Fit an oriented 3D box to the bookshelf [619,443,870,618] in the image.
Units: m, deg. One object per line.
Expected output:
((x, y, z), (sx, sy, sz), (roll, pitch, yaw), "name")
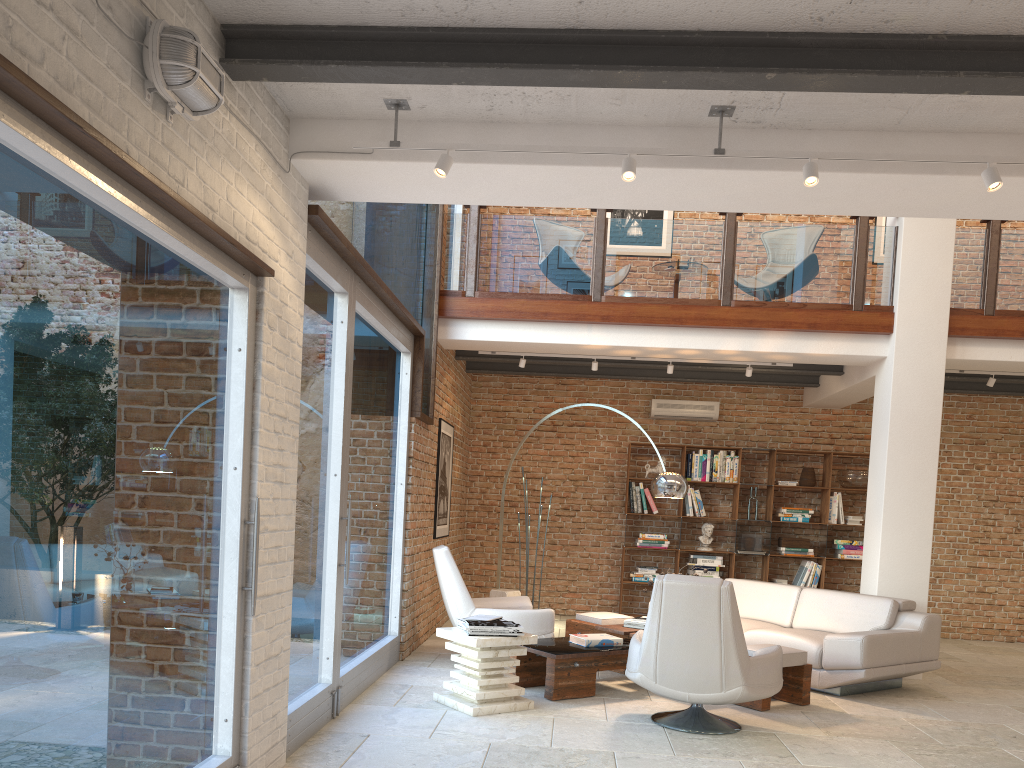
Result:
((2.884, 1.888, 10.566), (3.032, 2.198, 0.364), (3, 2, 4), "bookshelf")

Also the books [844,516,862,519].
((4.100, 1.605, 10.474), (0.132, 0.033, 0.207), (4, -8, -6), "books")

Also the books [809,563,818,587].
((3.609, 2.333, 10.563), (0.098, 0.353, 0.273), (3, -1, 4), "books")

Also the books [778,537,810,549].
((3.407, 1.922, 10.540), (0.335, 0.118, 0.215), (3, -5, 4), "books")

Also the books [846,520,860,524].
((4.097, 1.657, 10.477), (0.132, 0.033, 0.208), (1, -8, 14), "books")

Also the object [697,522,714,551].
((2.363, 1.858, 10.611), (0.195, 0.349, 0.194), (3, 0, 20), "object")

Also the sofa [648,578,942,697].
((2.417, 2.192, 7.780), (1.152, 0.752, 2.331), (6, -7, -35), "sofa")

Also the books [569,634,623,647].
((0.636, 1.942, 6.610), (0.328, 0.056, 0.255), (7, -8, -25), "books")

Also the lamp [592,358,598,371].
((0.825, -0.192, 8.677), (0.061, 0.120, 0.086), (3, -1, 6), "lamp")

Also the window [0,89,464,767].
((-1.309, -1.381, 3.556), (0.647, 6.354, 12.438), (3, -6, 5), "window")

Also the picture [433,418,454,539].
((-0.697, 0.990, 8.963), (0.027, 1.192, 0.916), (3, -1, 5), "picture")

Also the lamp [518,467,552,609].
((0.224, 1.875, 10.106), (0.419, 1.817, 0.198), (2, 3, -26), "lamp")

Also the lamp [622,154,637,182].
((0.489, -0.908, 3.639), (0.061, 0.120, 0.086), (3, -1, 6), "lamp")

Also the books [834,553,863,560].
((4.071, 2.079, 10.509), (0.326, 0.055, 0.257), (2, -7, 7), "books")

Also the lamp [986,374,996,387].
((4.625, -0.027, 8.411), (0.059, 0.128, 0.086), (3, 0, -26), "lamp")

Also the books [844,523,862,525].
((4.104, 1.686, 10.492), (0.170, 0.019, 0.239), (1, -8, 12), "books")

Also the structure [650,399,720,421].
((2.112, 0.321, 10.687), (0.812, 0.219, 0.201), (2, -2, 4), "structure")

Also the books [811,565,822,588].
((3.652, 2.341, 10.546), (0.116, 0.333, 0.255), (3, -1, 4), "books")

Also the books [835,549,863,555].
((4.099, 2.024, 10.505), (0.326, 0.055, 0.257), (3, -7, -1), "books")

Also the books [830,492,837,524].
((3.846, 1.491, 10.490), (0.036, 0.382, 0.244), (3, 0, 5), "books")

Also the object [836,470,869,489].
((4.117, 1.154, 10.446), (0.439, 0.218, 0.438), (9, -8, -44), "object")

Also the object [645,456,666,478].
((1.740, 1.010, 10.574), (0.251, 0.282, 0.130), (3, 1, 12), "object")

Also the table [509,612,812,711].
((0.927, 2.151, 6.872), (1.984, 0.427, 2.208), (8, -9, -34), "table")

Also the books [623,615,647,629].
((1.141, 2.032, 7.440), (0.250, 0.074, 0.405), (-2, -9, 36), "books")

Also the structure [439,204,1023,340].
((3.812, 0.014, 3.761), (10.147, 4.115, 13.978), (3, -7, 4), "structure")

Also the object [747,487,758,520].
((2.906, 1.440, 10.508), (0.121, 0.398, 0.062), (3, 2, 7), "object")

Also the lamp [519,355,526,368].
((0.105, -0.219, 8.724), (0.059, 0.128, 0.086), (3, 0, -26), "lamp")

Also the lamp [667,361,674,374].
((1.567, -0.156, 8.626), (0.061, 0.128, 0.086), (3, -1, 6), "lamp")

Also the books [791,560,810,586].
((3.495, 2.319, 10.575), (0.163, 0.371, 0.244), (3, 0, 4), "books")

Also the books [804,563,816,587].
((3.588, 2.329, 10.555), (0.098, 0.353, 0.273), (3, -1, 4), "books")

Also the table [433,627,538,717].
((-0.184, 1.923, 5.897), (0.498, 0.502, 0.494), (5, -3, -36), "table")

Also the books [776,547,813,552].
((3.414, 1.999, 10.535), (0.379, 0.036, 0.246), (3, -8, 3), "books")

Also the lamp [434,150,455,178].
((-0.289, -0.934, 3.701), (0.087, 0.129, 0.059), (3, 0, -36), "lamp")

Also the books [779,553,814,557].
((3.439, 2.068, 10.556), (0.355, 0.020, 0.274), (3, -8, 3), "books")

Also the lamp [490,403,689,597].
((0.681, 1.351, 8.053), (2.025, 2.344, 0.320), (1, 1, 40), "lamp")

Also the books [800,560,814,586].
((3.535, 2.317, 10.548), (0.161, 0.372, 0.244), (3, 0, 4), "books")

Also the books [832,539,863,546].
((4.044, 1.912, 10.514), (0.326, 0.055, 0.257), (1, -8, 14), "books")

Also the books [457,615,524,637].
((-0.165, 1.640, 5.940), (0.390, 0.079, 0.572), (5, -8, -11), "books")

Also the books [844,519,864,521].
((4.106, 1.632, 10.479), (0.171, 0.019, 0.238), (2, -8, 7), "books")

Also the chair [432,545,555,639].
((-0.204, 1.890, 7.444), (0.985, 0.995, 1.029), (3, -3, -11), "chair")

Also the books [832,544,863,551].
((4.058, 1.968, 10.516), (0.326, 0.055, 0.257), (2, -7, 4), "books")

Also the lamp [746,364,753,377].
((2.334, -0.129, 8.582), (0.060, 0.115, 0.095), (3, -2, 11), "lamp")

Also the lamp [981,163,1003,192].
((1.950, -0.840, 3.541), (0.059, 0.128, 0.086), (3, 0, -26), "lamp")

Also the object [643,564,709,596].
((1.340, 1.714, 6.977), (0.544, 0.605, 0.315), (4, 0, -25), "object")

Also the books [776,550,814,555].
((3.428, 2.041, 10.570), (0.380, 0.036, 0.246), (3, -8, -1), "books")

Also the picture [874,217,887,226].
((4.838, -2.020, 10.478), (0.913, 1.195, 0.027), (3, 3, 4), "picture")

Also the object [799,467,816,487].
((3.544, 1.118, 10.442), (0.195, 0.232, 0.192), (4, -2, -38), "object")

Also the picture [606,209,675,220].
((1.537, -2.161, 10.707), (0.913, 1.195, 0.027), (3, 3, 4), "picture")

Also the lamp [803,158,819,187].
((1.230, -0.871, 3.588), (0.061, 0.128, 0.086), (3, -1, 6), "lamp")

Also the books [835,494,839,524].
((3.874, 1.507, 10.498), (0.021, 0.358, 0.273), (3, -1, 5), "books")

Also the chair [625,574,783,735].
((1.190, 1.704, 5.574), (1.024, 1.013, 0.979), (2, -3, 21), "chair")

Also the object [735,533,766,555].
((2.881, 1.933, 10.552), (0.335, 0.232, 0.285), (3, -4, 4), "object")
